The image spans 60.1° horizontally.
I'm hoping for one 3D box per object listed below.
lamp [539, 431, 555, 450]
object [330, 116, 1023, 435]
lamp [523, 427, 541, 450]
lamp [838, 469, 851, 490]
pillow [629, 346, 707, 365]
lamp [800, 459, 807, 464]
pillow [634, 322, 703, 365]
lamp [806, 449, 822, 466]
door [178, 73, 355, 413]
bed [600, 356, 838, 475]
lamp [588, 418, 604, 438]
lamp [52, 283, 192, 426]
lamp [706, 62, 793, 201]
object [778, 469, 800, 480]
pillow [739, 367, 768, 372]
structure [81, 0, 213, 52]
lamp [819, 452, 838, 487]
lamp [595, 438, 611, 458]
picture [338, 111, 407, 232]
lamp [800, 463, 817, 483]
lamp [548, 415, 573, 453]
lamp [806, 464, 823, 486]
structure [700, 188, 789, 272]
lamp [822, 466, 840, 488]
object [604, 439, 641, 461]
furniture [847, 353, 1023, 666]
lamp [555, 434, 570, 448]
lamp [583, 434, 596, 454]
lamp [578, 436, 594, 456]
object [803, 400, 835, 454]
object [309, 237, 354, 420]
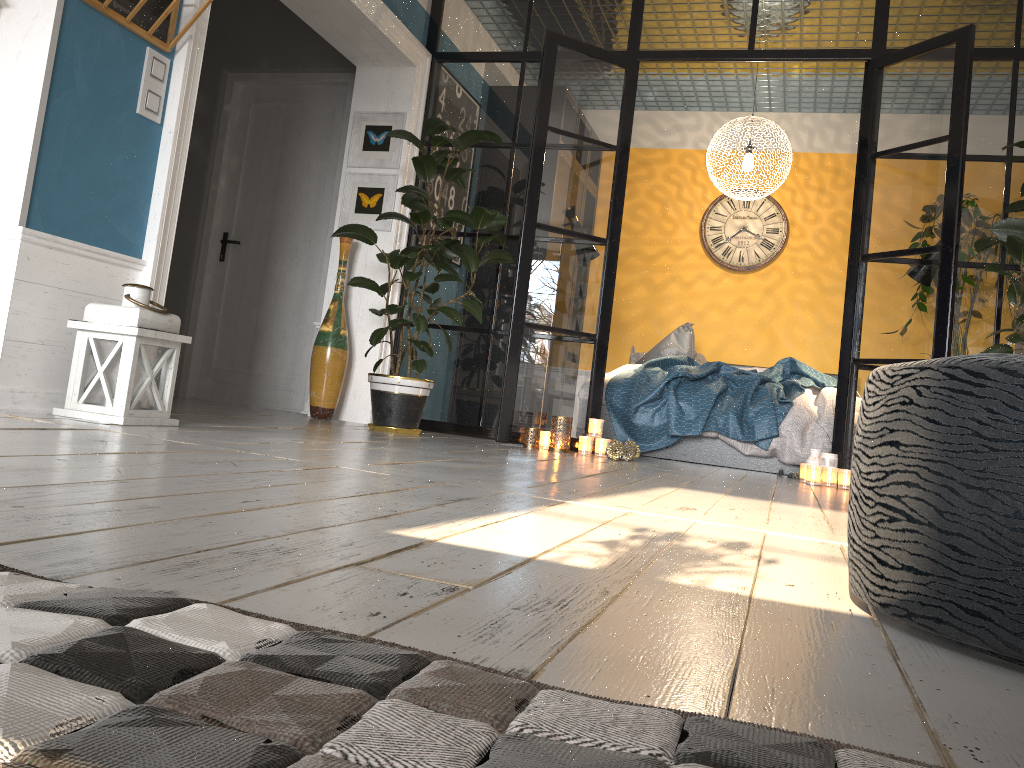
[{"bbox_3d":[0.187,0.305,4.748,0.080,0.099,0.081,9,-4,-32],"label":"lamp"},{"bbox_3d":[1.038,-0.455,4.450,3.903,1.805,1.004,6,-4,17],"label":"object"},{"bbox_3d":[0.106,0.290,4.709,0.084,0.111,0.084,7,-4,-7],"label":"lamp"},{"bbox_3d":[1.651,0.473,4.371,0.080,0.099,0.081,9,-4,-32],"label":"lamp"},{"bbox_3d":[1.336,-0.068,7.239,0.754,0.458,0.512,7,-3,-11],"label":"pillow"},{"bbox_3d":[1.658,0.473,4.883,0.108,0.132,0.095,8,-4,-12],"label":"lamp"},{"bbox_3d":[1.225,-0.188,6.848,0.784,0.602,0.495,6,-4,24],"label":"pillow"},{"bbox_3d":[1.595,0.434,4.662,0.092,0.181,0.091,3,-6,38],"label":"lamp"},{"bbox_3d":[-1.633,-1.000,6.093,1.039,2.319,0.176,5,-5,18],"label":"door"},{"bbox_3d":[1.599,0.167,6.239,1.901,0.774,2.308,6,-2,18],"label":"bed"},{"bbox_3d":[0.444,0.235,4.690,0.080,0.099,0.081,9,-4,-32],"label":"lamp"},{"bbox_3d":[-1.334,-0.111,3.075,0.287,0.480,0.285,6,-4,16],"label":"lamp"},{"bbox_3d":[1.765,-1.893,6.515,0.613,1.102,0.616,9,-5,-32],"label":"lamp"},{"bbox_3d":[1.563,0.504,4.905,0.087,0.054,0.326,8,-2,-19],"label":"object"},{"bbox_3d":[1.880,-0.017,6.629,0.591,0.228,0.484,8,-2,-23],"label":"pillow"},{"bbox_3d":[-1.276,-1.669,3.202,0.185,0.780,0.492,5,-4,17],"label":"structure"},{"bbox_3d":[1.625,0.441,4.547,0.089,0.167,0.092,8,-4,-16],"label":"lamp"},{"bbox_3d":[0.476,0.338,4.666,0.080,0.099,0.081,9,-4,-32],"label":"lamp"},{"bbox_3d":[-1.149,-1.382,4.582,0.359,0.756,1.933,5,-2,17],"label":"picture"},{"bbox_3d":[1.521,0.461,4.554,0.080,0.099,0.080,8,-4,-18],"label":"lamp"},{"bbox_3d":[0.257,0.266,4.681,0.115,0.188,0.114,6,-4,16],"label":"lamp"},{"bbox_3d":[1.510,0.457,4.422,0.080,0.099,0.081,9,-4,-32],"label":"lamp"},{"bbox_3d":[1.973,-1.314,7.530,0.728,0.728,0.070,6,-5,18],"label":"structure"},{"bbox_3d":[1.597,0.468,4.439,0.080,0.099,0.081,9,-4,-32],"label":"lamp"},{"bbox_3d":[0.604,0.356,4.834,0.192,0.118,0.714,7,-1,6],"label":"object"},{"bbox_3d":[0.831,0.170,1.145,0.735,0.358,0.732,7,-2,5],"label":"furniture"},{"bbox_3d":[0.271,0.316,4.782,0.080,0.099,0.081,9,-4,-32],"label":"lamp"},{"bbox_3d":[0.428,0.334,4.930,0.081,0.107,0.080,6,-4,17],"label":"lamp"},{"bbox_3d":[0.391,0.328,4.700,0.080,0.099,0.081,9,-4,-32],"label":"lamp"},{"bbox_3d":[1.841,0.297,4.842,0.277,0.525,0.437,10,-4,-32],"label":"object"},{"bbox_3d":[-1.048,-0.351,5.223,0.216,1.130,0.214,6,-5,12],"label":"object"}]
